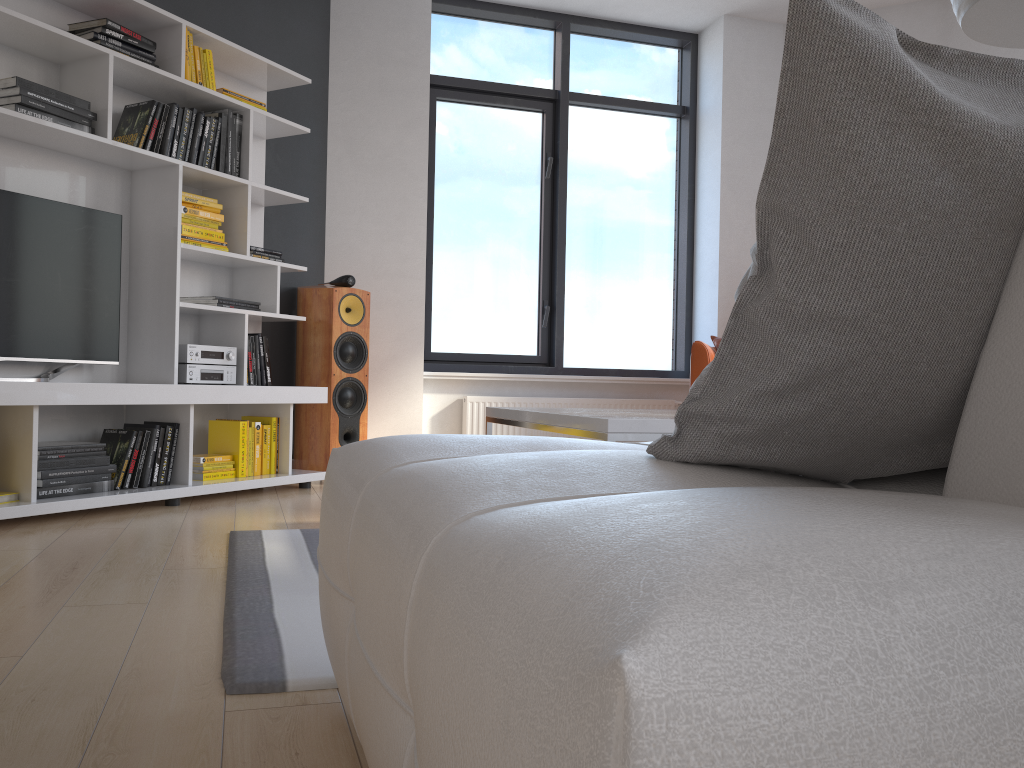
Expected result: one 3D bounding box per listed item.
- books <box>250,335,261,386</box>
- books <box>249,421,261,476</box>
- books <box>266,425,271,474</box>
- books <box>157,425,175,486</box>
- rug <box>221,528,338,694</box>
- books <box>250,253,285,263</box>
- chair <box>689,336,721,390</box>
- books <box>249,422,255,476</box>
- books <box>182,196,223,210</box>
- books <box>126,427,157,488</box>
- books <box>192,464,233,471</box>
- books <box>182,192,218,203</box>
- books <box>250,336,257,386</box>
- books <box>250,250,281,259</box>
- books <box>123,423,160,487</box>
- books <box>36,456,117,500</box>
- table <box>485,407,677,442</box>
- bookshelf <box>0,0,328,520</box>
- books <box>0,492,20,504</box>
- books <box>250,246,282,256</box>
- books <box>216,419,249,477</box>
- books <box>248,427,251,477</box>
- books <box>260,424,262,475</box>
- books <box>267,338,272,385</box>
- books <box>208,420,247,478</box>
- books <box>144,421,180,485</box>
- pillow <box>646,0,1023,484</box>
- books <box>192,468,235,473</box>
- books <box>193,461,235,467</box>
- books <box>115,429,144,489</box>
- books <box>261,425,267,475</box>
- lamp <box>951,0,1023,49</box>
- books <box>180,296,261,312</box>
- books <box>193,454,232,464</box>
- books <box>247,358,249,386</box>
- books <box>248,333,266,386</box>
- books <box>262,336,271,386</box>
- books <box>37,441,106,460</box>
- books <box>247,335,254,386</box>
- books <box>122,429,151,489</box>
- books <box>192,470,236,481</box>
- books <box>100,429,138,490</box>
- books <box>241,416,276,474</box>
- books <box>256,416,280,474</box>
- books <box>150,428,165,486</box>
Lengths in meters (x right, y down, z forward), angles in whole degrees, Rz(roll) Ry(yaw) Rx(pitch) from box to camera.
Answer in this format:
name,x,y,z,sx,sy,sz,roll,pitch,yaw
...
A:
name,x,y,z,sx,sy,sz,roll,pitch,yaw
books,-1.284,-0.113,4.271,0.169,0.242,0.050,1,0,28
books,-1.268,0.301,4.181,0.185,0.250,0.035,1,0,28
books,-1.232,0.311,4.253,0.172,0.234,0.024,1,0,28
books,-1.517,0.295,3.721,0.191,0.249,0.084,1,0,28
rug,0.391,0.527,2.573,2.326,0.016,1.662,1,0,-17
books,-1.243,-0.606,4.316,0.161,0.023,0.213,1,0,31
chair,1.493,0.139,5.096,0.896,0.858,0.843,1,0,15
books,-1.283,0.301,4.158,0.180,0.251,0.019,1,0,28
books,-1.461,-0.817,4.033,0.163,0.023,0.223,1,0,32
books,-1.537,0.300,3.633,0.172,0.242,0.069,1,0,29
books,-1.355,0.371,3.975,0.113,0.018,0.169,1,0,29
books,-1.485,-0.841,4.036,0.163,0.023,0.223,1,0,32
books,-1.302,-0.110,4.255,0.170,0.236,0.049,1,0,29
books,-1.245,-0.625,4.317,0.142,0.015,0.198,1,0,26
books,-1.549,0.292,3.665,0.192,0.254,0.075,1,0,27
books,-1.737,0.344,3.368,0.277,0.137,0.343,1,0,23
table,0.583,0.310,2.759,1.091,0.435,1.091,1,0,-17
bookshelf,-1.810,-0.536,3.191,0.455,2.052,3.000,1,0,28
books,-1.888,0.393,3.054,0.270,0.029,0.204,1,0,13
books,-1.257,-0.645,4.326,0.161,0.023,0.213,1,0,31
books,-1.303,0.296,4.125,0.199,0.263,0.015,1,0,28
books,-1.276,0.313,4.131,0.156,0.229,0.024,1,0,28
books,-1.256,0.307,4.208,0.169,0.239,0.023,1,0,28
books,-1.272,-0.108,4.369,0.179,0.233,0.077,1,0,28
books,-1.316,0.297,4.097,0.198,0.255,0.044,1,0,28
books,-1.502,0.291,3.752,0.197,0.260,0.066,1,0,28
pillow,1.422,-0.089,1.602,2.953,0.453,0.647,1,0,-29
books,-1.370,0.385,3.989,0.148,0.011,0.196,1,0,28
books,-1.365,0.356,3.988,0.134,0.014,0.187,1,0,28
books,-1.591,0.302,3.587,0.187,0.234,0.096,1,0,28
books,-1.242,0.310,4.228,0.172,0.234,0.024,1,0,28
lamp,2.626,-0.746,1.766,3.199,2.647,0.710,1,0,19
books,-1.378,-0.371,4.167,0.250,0.047,0.310,1,0,24
books,-1.378,0.335,3.991,0.138,0.026,0.186,1,0,28
books,-1.337,-0.127,4.211,0.202,0.268,0.053,1,0,28
books,-1.281,-0.118,4.302,0.193,0.255,0.066,1,0,28
books,-1.260,-0.112,4.325,0.177,0.242,0.066,1,0,28
books,-1.757,0.251,3.373,0.250,0.047,0.310,1,0,24
books,-1.319,-0.111,4.237,0.189,0.240,0.053,1,0,28
books,-1.564,0.302,3.608,0.169,0.233,0.081,1,0,27
books,-1.367,0.408,3.986,0.147,0.033,0.190,1,0,28
books,-1.603,0.301,3.555,0.182,0.234,0.104,1,0,28
books,-1.224,0.293,4.281,0.204,0.270,0.029,1,0,28
books,-1.219,0.293,4.308,0.213,0.270,0.025,1,0,28
books,-1.531,0.300,3.686,0.179,0.243,0.068,1,0,27
